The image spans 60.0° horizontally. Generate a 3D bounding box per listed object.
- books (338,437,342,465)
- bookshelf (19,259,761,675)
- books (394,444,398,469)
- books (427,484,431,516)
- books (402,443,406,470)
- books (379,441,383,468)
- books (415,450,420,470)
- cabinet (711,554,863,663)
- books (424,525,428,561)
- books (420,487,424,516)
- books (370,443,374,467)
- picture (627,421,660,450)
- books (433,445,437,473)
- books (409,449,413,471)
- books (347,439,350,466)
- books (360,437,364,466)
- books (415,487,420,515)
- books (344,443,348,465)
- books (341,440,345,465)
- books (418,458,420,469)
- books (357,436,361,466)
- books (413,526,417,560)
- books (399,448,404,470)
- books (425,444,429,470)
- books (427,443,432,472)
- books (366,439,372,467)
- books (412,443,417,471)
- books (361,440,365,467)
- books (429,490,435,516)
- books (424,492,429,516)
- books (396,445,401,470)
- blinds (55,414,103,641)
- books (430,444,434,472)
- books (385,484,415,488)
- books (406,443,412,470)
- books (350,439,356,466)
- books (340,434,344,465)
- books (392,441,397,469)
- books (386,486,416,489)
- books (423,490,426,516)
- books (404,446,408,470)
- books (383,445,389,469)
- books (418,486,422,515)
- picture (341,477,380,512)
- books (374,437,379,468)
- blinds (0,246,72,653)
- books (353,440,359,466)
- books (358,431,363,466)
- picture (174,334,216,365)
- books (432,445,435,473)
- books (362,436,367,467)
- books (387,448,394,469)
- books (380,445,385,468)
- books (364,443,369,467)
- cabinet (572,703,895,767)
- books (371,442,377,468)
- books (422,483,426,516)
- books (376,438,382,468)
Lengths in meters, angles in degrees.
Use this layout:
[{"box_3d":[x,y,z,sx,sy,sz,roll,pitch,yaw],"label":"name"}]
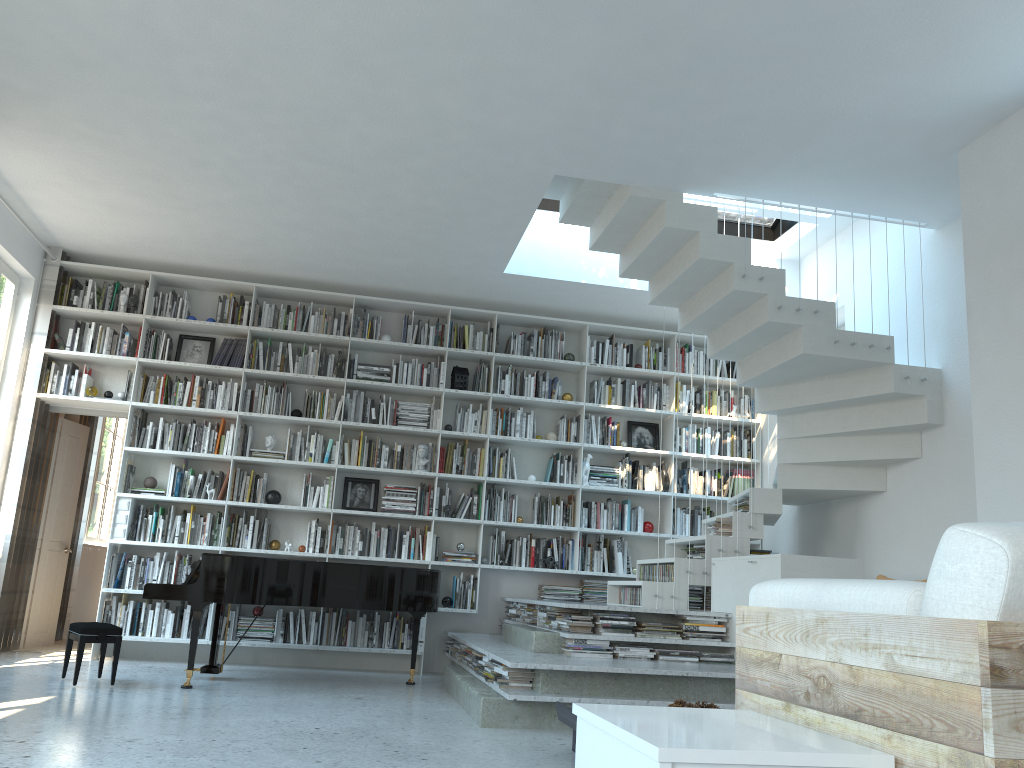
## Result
[{"box_3d":[-1.473,0.594,7.602,0.012,0.253,0.161,6,-13,-10],"label":"books"},{"box_3d":[-0.870,0.852,7.594,6.298,3.134,0.331,6,-13,-10],"label":"bookshelf"},{"box_3d":[-1.008,0.648,7.669,0.010,0.233,0.175,6,-13,-10],"label":"books"},{"box_3d":[-0.723,1.014,7.644,0.011,0.279,0.186,6,-13,-10],"label":"books"},{"box_3d":[-0.937,0.646,7.663,0.012,0.244,0.186,6,-13,-10],"label":"books"},{"box_3d":[-1.137,0.630,7.663,0.011,0.251,0.130,6,-13,-10],"label":"books"},{"box_3d":[-0.827,0.684,7.703,0.035,0.201,0.149,6,-13,-10],"label":"books"},{"box_3d":[1.683,1.437,5.575,0.551,0.666,0.995,6,-13,-10],"label":"cabinet"},{"box_3d":[-0.746,1.363,7.581,0.011,0.299,0.149,6,-13,-10],"label":"books"},{"box_3d":[-0.781,1.022,7.645,0.013,0.255,0.163,6,-13,-10],"label":"books"},{"box_3d":[-1.211,0.631,7.634,0.012,0.227,0.170,6,-13,-10],"label":"books"},{"box_3d":[1.214,0.496,8.191,0.300,0.299,0.077,6,-13,-10],"label":"picture"},{"box_3d":[-0.677,0.672,7.748,0.023,0.264,0.107,6,-13,-10],"label":"books"},{"box_3d":[-0.879,0.678,7.703,0.022,0.206,0.114,6,-13,-10],"label":"books"},{"box_3d":[-1.402,0.606,7.608,0.042,0.241,0.162,6,-13,-10],"label":"books"},{"box_3d":[-1.290,0.598,7.601,0.015,0.266,0.189,6,-13,-10],"label":"books"},{"box_3d":[-0.813,1.018,7.631,0.012,0.253,0.161,6,-13,-10],"label":"books"},{"box_3d":[-1.419,0.617,7.590,0.053,0.208,0.156,6,-13,-10],"label":"books"},{"box_3d":[-1.454,0.607,7.612,0.011,0.234,0.142,6,-13,-10],"label":"books"},{"box_3d":[-0.803,0.659,7.722,0.014,0.262,0.135,6,-13,-10],"label":"books"},{"box_3d":[-1.323,0.597,7.641,0.010,0.283,0.137,6,-13,-10],"label":"books"},{"box_3d":[-0.837,1.364,7.573,0.010,0.283,0.132,6,-13,-10],"label":"books"},{"box_3d":[-0.960,0.668,7.665,0.029,0.200,0.178,6,-13,-10],"label":"books"},{"box_3d":[-0.750,0.663,7.721,0.025,0.259,0.130,6,-13,-10],"label":"books"},{"box_3d":[-0.727,0.659,7.738,0.025,0.278,0.108,6,-13,-10],"label":"books"},{"box_3d":[-1.233,0.618,7.654,0.028,0.258,0.135,6,-13,-10],"label":"books"},{"box_3d":[-0.854,0.654,7.706,0.024,0.258,0.127,6,-13,-10],"label":"books"},{"box_3d":[-1.284,0.617,7.632,0.010,0.244,0.150,6,-13,-10],"label":"books"},{"box_3d":[-0.700,1.038,7.633,0.034,0.229,0.200,6,-13,-10],"label":"books"},{"box_3d":[-0.743,1.046,7.651,0.021,0.217,0.132,6,-13,-10],"label":"books"},{"box_3d":[-0.988,0.653,7.661,0.029,0.223,0.186,6,-13,-10],"label":"books"},{"box_3d":[-4.131,0.773,8.409,0.140,3.222,0.778,6,-13,-10],"label":"blinds"},{"box_3d":[-0.705,0.664,7.724,0.014,0.265,0.154,6,-13,-10],"label":"books"},{"box_3d":[-0.959,0.886,7.631,0.254,0.012,0.161,5,-13,-6],"label":"books"},{"box_3d":[-0.897,0.647,7.689,0.025,0.258,0.151,6,-13,-10],"label":"books"},{"box_3d":[-1.369,0.608,7.623,0.026,0.247,0.139,6,-13,-10],"label":"books"},{"box_3d":[-1.463,0.583,7.616,0.010,0.281,0.140,6,-13,-10],"label":"books"},{"box_3d":[-1.020,0.636,7.674,0.014,0.258,0.162,6,-13,-10],"label":"books"},{"box_3d":[-0.960,0.898,7.631,0.254,0.012,0.161,7,-13,-13],"label":"books"},{"box_3d":[-0.760,1.038,7.652,0.013,0.232,0.134,6,-13,-10],"label":"books"},{"box_3d":[-0.926,0.663,7.700,0.025,0.229,0.143,6,-13,-10],"label":"books"},{"box_3d":[-1.091,0.650,7.654,0.030,0.214,0.169,6,-13,-10],"label":"books"},{"box_3d":[-0.801,1.016,7.631,0.011,0.260,0.184,6,-13,-10],"label":"books"},{"box_3d":[-1.298,0.956,7.608,0.300,0.299,0.077,6,-13,-10],"label":"picture"},{"box_3d":[-1.172,0.607,7.647,0.013,0.283,0.177,6,-13,-10],"label":"books"},{"box_3d":[-3.912,0.521,7.275,0.140,3.222,0.778,6,-13,-10],"label":"blinds"},{"box_3d":[-1.341,0.613,7.621,0.029,0.239,0.156,6,-13,-10],"label":"books"},{"box_3d":[-1.302,0.572,7.605,0.014,0.317,0.188,6,-13,-10],"label":"books"},{"box_3d":[-2.714,-0.272,7.592,0.300,0.299,0.077,6,-13,-10],"label":"picture"},{"box_3d":[-0.694,0.670,7.737,0.014,0.260,0.137,6,-13,-10],"label":"books"},{"box_3d":[-1.270,0.597,7.621,0.010,0.280,0.171,6,-13,-10],"label":"books"},{"box_3d":[-1.055,0.664,7.671,0.050,0.198,0.146,6,-13,-10],"label":"books"},{"box_3d":[-1.118,0.646,7.649,0.024,0.216,0.175,6,-13,-10],"label":"books"},{"box_3d":[-1.259,0.629,7.640,0.024,0.228,0.148,6,-13,-10],"label":"books"},{"box_3d":[0.338,0.840,1.515,0.380,0.485,0.503,6,-13,-10],"label":"cabinet"},{"box_3d":[-1.194,0.630,7.645,0.025,0.235,0.137,6,-13,-10],"label":"books"},{"box_3d":[-0.768,1.008,7.649,0.011,0.287,0.152,6,-13,-10],"label":"books"},{"box_3d":[-1.150,0.614,7.635,0.028,0.267,0.190,6,-13,-10],"label":"books"}]
